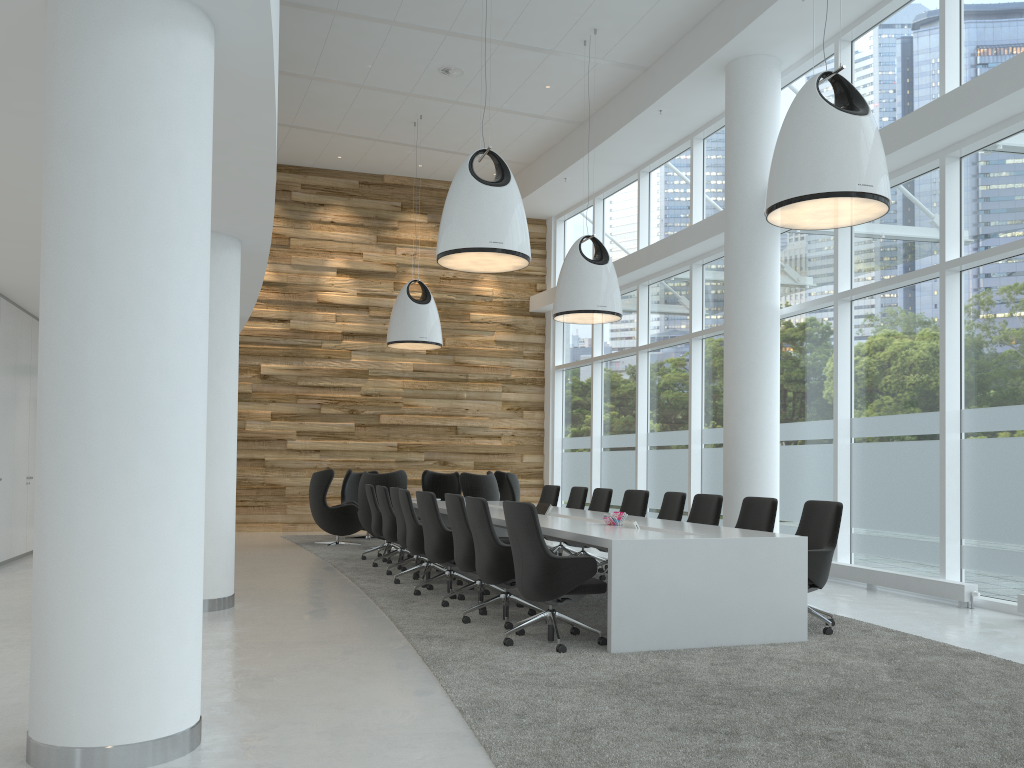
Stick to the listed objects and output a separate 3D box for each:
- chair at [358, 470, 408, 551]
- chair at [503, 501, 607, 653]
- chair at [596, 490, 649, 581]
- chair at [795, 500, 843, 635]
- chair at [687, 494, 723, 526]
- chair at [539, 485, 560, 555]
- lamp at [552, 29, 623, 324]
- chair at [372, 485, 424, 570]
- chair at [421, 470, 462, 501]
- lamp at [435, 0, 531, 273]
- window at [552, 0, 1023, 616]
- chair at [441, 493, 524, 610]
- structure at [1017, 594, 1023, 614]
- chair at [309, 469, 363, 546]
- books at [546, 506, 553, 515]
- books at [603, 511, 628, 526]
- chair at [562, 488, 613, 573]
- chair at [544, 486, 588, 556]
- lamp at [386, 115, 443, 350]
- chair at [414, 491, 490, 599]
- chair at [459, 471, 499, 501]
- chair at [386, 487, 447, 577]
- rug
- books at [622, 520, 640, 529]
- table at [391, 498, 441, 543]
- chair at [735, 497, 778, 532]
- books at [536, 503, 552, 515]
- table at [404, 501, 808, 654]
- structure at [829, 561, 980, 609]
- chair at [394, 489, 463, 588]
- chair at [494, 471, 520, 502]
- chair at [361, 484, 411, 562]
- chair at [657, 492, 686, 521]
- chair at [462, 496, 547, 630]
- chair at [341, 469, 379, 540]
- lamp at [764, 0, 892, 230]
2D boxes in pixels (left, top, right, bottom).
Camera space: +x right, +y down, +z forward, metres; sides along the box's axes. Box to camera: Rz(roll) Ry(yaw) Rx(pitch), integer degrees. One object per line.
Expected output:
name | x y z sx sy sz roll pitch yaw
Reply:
chair | -1.763 1.807 12.743 0.914 1.150 0.920 1 -3 1
chair | 0.260 1.281 6.028 0.674 0.964 0.687 2 -3 -24
chair | 1.165 1.650 9.770 0.674 0.964 0.687 2 -3 -24
chair | 2.153 1.372 6.749 0.674 0.964 0.687 1 -3 -14
chair | 1.621 1.514 8.292 0.674 0.964 0.687 2 -3 -19
chair | 0.317 1.857 12.044 0.674 0.964 0.687 2 -3 -24
lamp | 0.970 -2.638 11.207 0.884 3.639 0.886 0 -2 25
chair | -1.317 1.695 10.552 0.674 0.964 0.687 2 -3 -19
chair | -1.280 2.031 15.021 0.914 1.150 0.920 1 -3 1
lamp | -0.243 -2.936 8.243 0.884 3.639 0.886 0 -2 27
window | -17.244 -1.337 7.915 62.904 6.125 30.927 -1 -6 21
chair | -0.272 1.428 7.632 0.674 0.964 0.687 2 -3 -19
structure | 4.551 1.714 5.997 0.150 0.213 2.697 1 -5 -14
chair | -2.619 1.869 13.497 0.918 1.150 0.916 2 -3 -29
books | 0.291 1.377 9.266 0.158 0.241 0.353 2 -4 -19
books | 0.866 1.212 7.409 0.230 0.274 0.599 1 -5 2
chair | 0.849 1.710 10.440 0.674 0.964 0.687 2 -3 -19
chair | 0.630 1.782 11.225 0.674 0.964 0.687 2 -3 -19
lamp | -1.507 -2.404 13.963 0.884 3.639 0.886 0 -2 20
chair | -0.588 1.488 8.302 0.674 0.964 0.687 2 -3 -24
chair | -0.633 1.854 13.097 0.917 1.150 0.916 -1 -4 31
chair | -1.044 1.624 9.780 0.674 0.964 0.687 2 -3 -19
rug | 0.041 2.079 9.303 3.941 0.010 13.487 2 -6 -18
books | 0.965 1.177 6.919 0.143 0.226 0.204 2 -3 -20
table | -1.518 2.140 13.855 0.799 0.694 0.802 0 -4 6
chair | 1.894 1.443 7.520 0.674 0.964 0.687 2 -3 -19
books | 0.282 1.356 9.243 0.139 0.229 0.357 2 -4 -19
table | 0.299 1.687 9.041 1.501 0.737 6.575 2 -6 -19
structure | 3.705 1.997 9.058 0.150 0.213 2.697 2 -5 -17
chair | -0.859 1.555 9.039 0.674 0.964 0.687 1 -3 -14
chair | -0.335 1.973 14.299 0.918 1.150 0.916 2 -3 -29
chair | -1.576 1.765 11.323 0.674 0.964 0.687 1 -3 -14
chair | 1.436 1.582 9.033 0.674 0.964 0.687 1 -3 -14
chair | -0.053 1.355 6.847 0.674 0.964 0.687 2 -3 -19
chair | -2.384 1.981 14.645 0.917 1.150 0.916 -1 -4 31
lamp | 2.337 -3.065 6.575 0.884 3.639 0.886 0 -2 27
